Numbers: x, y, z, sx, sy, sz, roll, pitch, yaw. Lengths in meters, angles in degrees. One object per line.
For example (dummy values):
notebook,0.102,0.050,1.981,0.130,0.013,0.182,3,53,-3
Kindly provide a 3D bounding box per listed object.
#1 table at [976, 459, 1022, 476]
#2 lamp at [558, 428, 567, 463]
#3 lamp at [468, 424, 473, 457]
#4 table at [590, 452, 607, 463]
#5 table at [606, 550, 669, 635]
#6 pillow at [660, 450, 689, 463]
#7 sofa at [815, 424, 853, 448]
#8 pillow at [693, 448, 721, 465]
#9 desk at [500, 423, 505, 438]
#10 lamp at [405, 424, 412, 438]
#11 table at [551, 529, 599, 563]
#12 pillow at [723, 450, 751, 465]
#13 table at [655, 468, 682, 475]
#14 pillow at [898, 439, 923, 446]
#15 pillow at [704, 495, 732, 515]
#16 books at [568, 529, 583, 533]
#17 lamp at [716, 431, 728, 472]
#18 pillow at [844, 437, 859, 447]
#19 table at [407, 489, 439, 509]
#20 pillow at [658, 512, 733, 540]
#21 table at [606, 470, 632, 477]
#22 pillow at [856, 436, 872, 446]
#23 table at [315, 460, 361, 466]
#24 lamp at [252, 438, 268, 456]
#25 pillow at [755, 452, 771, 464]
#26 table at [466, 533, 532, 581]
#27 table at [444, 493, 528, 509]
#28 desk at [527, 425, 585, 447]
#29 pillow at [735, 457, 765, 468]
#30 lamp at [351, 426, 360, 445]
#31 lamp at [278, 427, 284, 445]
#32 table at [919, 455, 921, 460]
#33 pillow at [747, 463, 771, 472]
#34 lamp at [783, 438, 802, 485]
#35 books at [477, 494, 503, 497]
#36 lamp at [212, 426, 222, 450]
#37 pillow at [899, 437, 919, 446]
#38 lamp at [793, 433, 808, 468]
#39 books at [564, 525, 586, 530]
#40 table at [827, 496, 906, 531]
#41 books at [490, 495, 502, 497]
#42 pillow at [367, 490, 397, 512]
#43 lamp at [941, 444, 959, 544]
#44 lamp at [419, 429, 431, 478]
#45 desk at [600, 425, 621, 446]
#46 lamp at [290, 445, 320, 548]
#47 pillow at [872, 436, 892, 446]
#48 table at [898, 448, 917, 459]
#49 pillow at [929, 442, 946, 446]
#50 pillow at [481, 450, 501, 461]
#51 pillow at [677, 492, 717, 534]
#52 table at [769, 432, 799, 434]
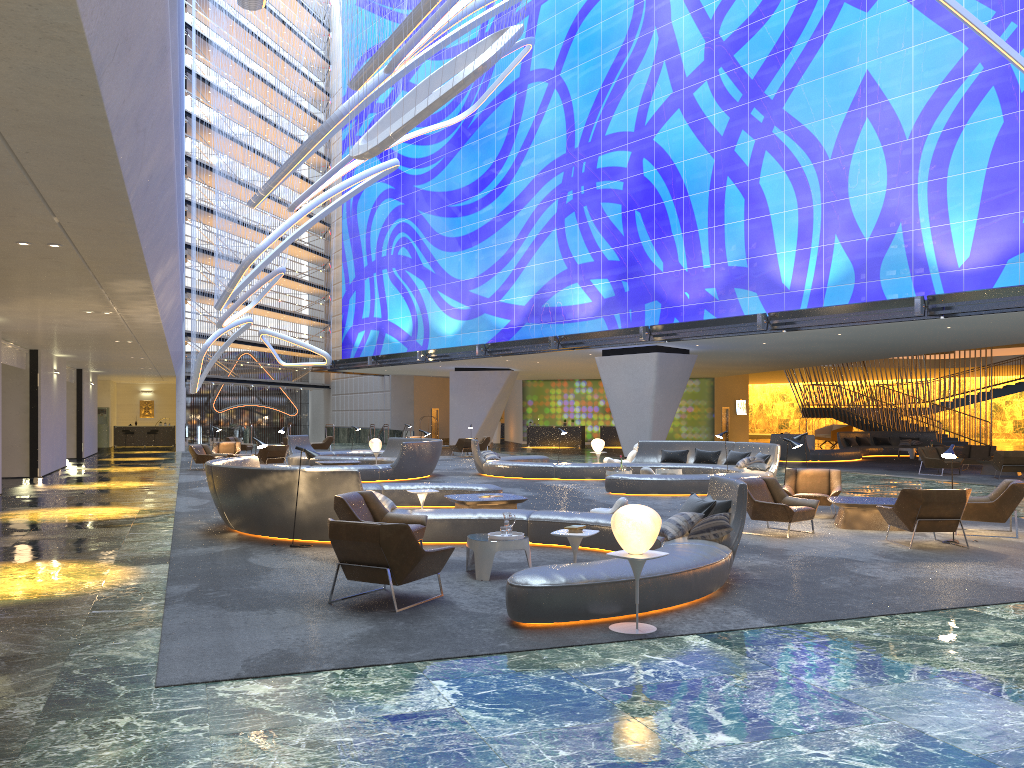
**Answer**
table,13.741,2.346,24.913,1.203,0.392,1.203,-1,-2,34
lamp,1.422,1.915,25.468,0.202,1.300,0.384,0,0,-45
lamp,-1.644,2.254,35.371,0.202,1.300,0.384,0,0,-4
table,2.468,2.250,25.436,0.427,0.595,0.418,-1,-1,44
table,0.974,1.627,6.963,0.427,0.595,0.418,-1,-1,44
pillow,4.234,1.901,23.156,0.769,0.369,0.295,-1,-1,24
sofa,16.464,2.665,45.428,1.062,1.179,3.418,0,-2,6
pillow,4.994,1.865,22.765,0.759,0.417,0.281,-1,-1,38
desk,-1.043,3.291,62.604,2.977,1.097,0.814,-1,-1,18
lamp,-4.421,2.327,37.508,0.384,1.300,0.202,0,0,-3
table,0.566,1.660,8.163,0.427,0.595,0.418,0,-1,24
pillow,5.611,1.846,22.073,0.315,0.386,0.785,0,-2,-29
table,3.693,2.215,21.117,0.673,0.406,0.671,0,-1,-1
pillow,15.987,2.361,35.764,0.877,0.262,0.692,1,-2,-30
pillow,2.157,1.425,9.701,0.295,0.369,0.769,0,-2,-7
books,0.586,1.348,8.175,0.128,0.030,0.182,0,-2,2
lamp,5.106,1.778,21.442,0.384,1.300,0.202,0,0,-27
pillow,13.516,2.316,35.306,0.769,0.369,0.295,1,-1,-41
table,-1.269,1.810,12.568,0.418,0.595,0.428,0,-1,-24
pillow,1.880,1.477,9.252,0.874,0.280,0.685,-1,-2,17
table,2.390,2.188,20.343,0.671,0.406,0.673,-1,-2,32
pillow,14.192,2.311,35.829,0.759,0.417,0.281,1,-1,-27
table,-4.768,2.324,24.286,1.203,0.392,1.203,1,-2,-20
lamp,-4.298,1.558,15.001,0.384,1.300,0.202,0,0,29
pillow,5.887,1.815,21.076,0.317,0.366,0.775,0,-2,-4
table,-0.153,1.813,9.364,0.671,0.406,0.674,1,-2,-24
table,-0.415,1.970,13.932,1.203,0.392,1.203,1,-2,-20
desk,2.324,2.756,46.944,2.977,1.097,0.814,-1,-1,18
pillow,5.693,1.860,21.111,0.877,0.262,0.692,-1,-2,35
lamp,-5.495,2.106,31.043,0.384,1.300,0.202,0,0,-3
lamp,-7.090,1.981,27.382,0.202,1.300,0.384,0,0,-4
table,15.287,2.602,32.445,0.671,0.406,0.673,1,-2,-33
pillow,5.584,1.887,20.041,0.444,0.207,0.443,-1,-2,31
lamp,4.702,1.556,14.947,0.384,1.300,0.202,0,0,32
books,-0.342,1.759,13.999,0.395,0.039,0.301,0,-2,-6
lamp,-9.868,2.054,29.519,0.384,1.300,0.202,0,0,-3
pillow,16.101,2.323,35.925,0.775,0.366,0.317,-1,-1,21
lamp,6.338,1.707,19.367,0.384,1.300,0.202,0,0,24
books,0.582,1.322,8.173,0.133,0.022,0.189,-1,-2,31
table,5.397,1.951,13.369,1.203,0.392,1.203,0,-2,15
books,-0.240,1.765,13.994,0.133,0.012,0.189,1,-2,-30
pillow,-1.861,1.538,11.692,0.877,0.262,0.692,-1,-2,32
lamp,5.742,1.442,11.601,0.202,1.300,0.384,0,0,31
lamp,-2.336,1.845,23.422,0.384,1.300,0.202,0,0,-3
desk,6.207,2.755,46.897,2.977,1.097,0.814,-1,-1,16
lamp,-2.635,1.431,11.299,0.384,1.300,0.202,0,0,-21
pillow,15.079,2.325,36.096,0.784,0.386,0.315,0,-1,-4
table,15.136,2.653,33.954,0.671,0.406,0.674,-1,-2,24
pillow,16.910,2.405,35.213,0.444,0.207,0.443,1,-2,-34
pillow,-0.646,1.981,24.652,0.692,0.262,0.877,0,-2,-12
pillow,1.973,1.397,9.596,0.315,0.386,0.785,0,-2,-5
table,14.630,2.950,47.491,1.242,0.727,2.307,-1,-2,28
